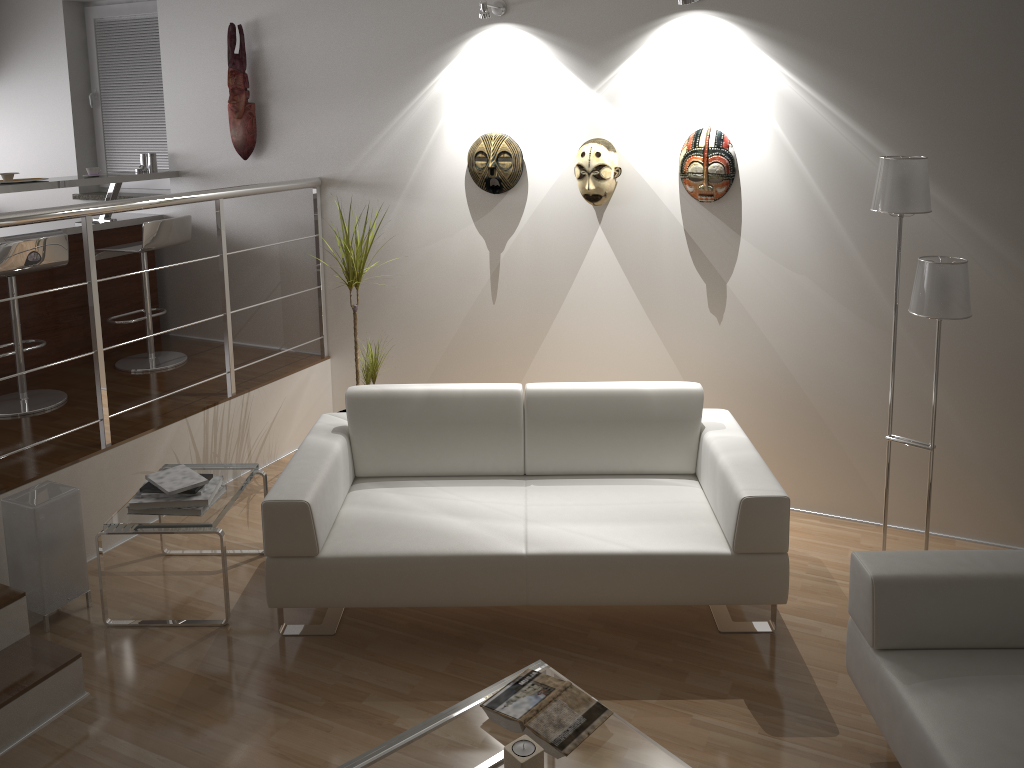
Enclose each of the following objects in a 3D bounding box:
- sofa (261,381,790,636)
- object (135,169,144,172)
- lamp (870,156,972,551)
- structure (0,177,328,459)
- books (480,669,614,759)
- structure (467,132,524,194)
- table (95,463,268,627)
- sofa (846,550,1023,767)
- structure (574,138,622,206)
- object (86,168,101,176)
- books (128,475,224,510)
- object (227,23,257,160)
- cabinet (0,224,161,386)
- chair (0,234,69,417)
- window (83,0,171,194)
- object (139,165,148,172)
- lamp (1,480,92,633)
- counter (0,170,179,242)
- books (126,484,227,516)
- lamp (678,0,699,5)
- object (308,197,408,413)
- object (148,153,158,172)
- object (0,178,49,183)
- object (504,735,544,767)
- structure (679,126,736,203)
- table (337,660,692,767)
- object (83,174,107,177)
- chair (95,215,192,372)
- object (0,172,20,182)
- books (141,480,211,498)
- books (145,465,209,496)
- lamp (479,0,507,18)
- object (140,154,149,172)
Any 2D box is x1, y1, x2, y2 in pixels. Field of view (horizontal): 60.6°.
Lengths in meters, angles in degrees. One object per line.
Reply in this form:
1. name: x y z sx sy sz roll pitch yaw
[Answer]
1. sofa: 0.050 0.444 3.379 1.781 0.719 0.936 -1 14 1
2. object: -2.295 -1.316 5.395 0.051 0.019 0.052 8 18 27
3. lamp: 1.490 -0.006 3.249 0.211 1.626 0.369 -9 12 -43
4. structure: -1.607 -0.347 4.039 0.057 1.018 2.390 3 16 25
5. books: 0.090 0.864 2.319 0.296 0.054 0.208 13 22 39
6. structure: -0.098 -1.119 4.447 0.318 0.308 0.071 6 11 26
7. table: -1.270 0.613 3.456 0.464 0.389 0.569 -1 14 1
8. sofa: 1.420 0.942 1.697 0.906 0.717 1.843 -1 16 1
9. structure: 0.389 -1.010 4.191 0.244 0.320 0.133 5 12 26
10. object: -2.403 -1.218 5.030 0.080 0.044 0.069 -9 17 -26
11. books: -1.271 0.410 3.328 0.287 0.026 0.235 -2 17 -4
12. object: -1.579 -1.694 5.091 0.152 0.768 0.154 -4 10 -19
13. cabinet: -2.944 -0.435 4.881 0.636 0.727 1.901 5 17 25
14. chair: -2.421 -0.307 4.285 0.428 0.825 0.397 5 12 30
15. window: -2.469 -1.880 5.745 0.847 1.233 0.145 5 10 26
16. object: -2.271 -1.330 5.396 0.051 0.044 0.052 -5 14 -16
17. lamp: -1.738 0.636 3.275 0.200 0.468 0.197 4 11 26
18. counter: -2.839 -0.973 4.869 0.843 0.309 2.163 7 19 24
19. books: -1.270 0.436 3.332 0.287 0.026 0.235 1 17 5
20. lamp: 0.778 -1.716 3.854 0.080 0.105 0.196 5 16 25
21. object: -0.777 -0.214 4.359 0.444 1.434 0.511 7 12 38
22. object: -2.230 -1.375 5.433 0.052 0.109 0.054 1 11 10
23. object: -2.637 -1.088 4.690 0.219 0.010 0.317 8 19 27
24. object: 0.028 0.900 1.979 0.068 0.191 0.068 -9 12 -38
25. structure: 0.880 -0.996 3.983 0.266 0.345 0.077 5 11 26
26. table: 0.024 1.086 2.106 0.806 0.242 0.714 -14 21 -37
27. object: -2.406 -1.193 5.021 0.140 0.008 0.134 1 17 5
28. chair: -2.075 -0.531 4.992 0.427 0.825 0.397 3 11 21
29. object: -2.657 -1.093 4.628 0.130 0.040 0.144 7 19 26
30. books: -1.271 0.389 3.325 0.216 0.014 0.157 -2 17 -4
31. books: -1.271 0.362 3.320 0.154 0.014 0.220 -17 23 -41
32. lamp: -0.103 -1.833 4.277 0.080 0.105 0.196 5 16 25
33. object: -2.286 -1.379 5.452 0.052 0.106 0.054 1 11 10
